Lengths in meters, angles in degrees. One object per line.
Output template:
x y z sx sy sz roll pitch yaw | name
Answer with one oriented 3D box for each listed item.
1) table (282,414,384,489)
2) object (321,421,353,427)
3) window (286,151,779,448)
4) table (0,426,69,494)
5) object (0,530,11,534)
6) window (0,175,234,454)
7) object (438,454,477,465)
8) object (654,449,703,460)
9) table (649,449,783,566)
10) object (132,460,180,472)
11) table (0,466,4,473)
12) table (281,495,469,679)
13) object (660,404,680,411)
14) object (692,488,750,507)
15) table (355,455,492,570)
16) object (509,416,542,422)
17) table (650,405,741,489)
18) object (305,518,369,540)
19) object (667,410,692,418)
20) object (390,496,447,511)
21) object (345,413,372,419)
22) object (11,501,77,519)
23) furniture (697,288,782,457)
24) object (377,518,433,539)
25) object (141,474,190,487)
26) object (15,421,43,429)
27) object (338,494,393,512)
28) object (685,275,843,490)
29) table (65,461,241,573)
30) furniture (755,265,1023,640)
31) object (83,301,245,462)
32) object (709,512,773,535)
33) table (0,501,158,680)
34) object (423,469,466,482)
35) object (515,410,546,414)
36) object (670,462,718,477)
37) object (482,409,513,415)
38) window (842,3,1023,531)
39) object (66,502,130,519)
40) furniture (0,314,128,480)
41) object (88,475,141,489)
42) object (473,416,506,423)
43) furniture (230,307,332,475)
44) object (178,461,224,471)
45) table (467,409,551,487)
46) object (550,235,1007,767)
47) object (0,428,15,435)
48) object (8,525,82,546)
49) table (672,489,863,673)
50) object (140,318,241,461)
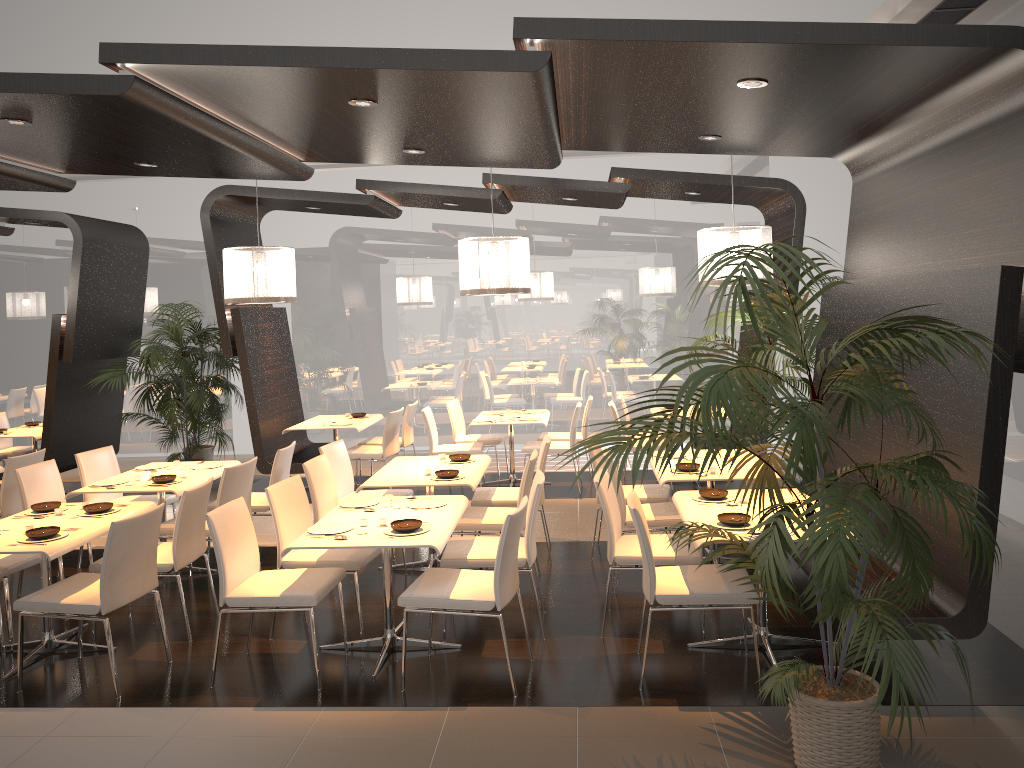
-1.885 0.760 9.499 0.800 0.725 1.151 -2 4 4 | table
-1.822 0.401 9.210 0.335 0.038 0.378 -3 5 -7 | object
0.210 -1.137 11.573 6.577 3.978 0.070 -2 0 4 | window
-5.245 0.861 9.734 0.800 0.725 1.151 -2 4 4 | table
-2.873 0.811 4.748 0.303 0.044 0.366 -2 5 3 | object
-6.966 -0.925 12.114 6.577 3.978 0.070 -2 0 4 | window
-0.420 0.559 6.691 0.303 0.044 0.366 -2 5 3 | object
1.225 0.518 6.521 0.335 0.038 0.378 -2 5 -2 | object
1.408 0.918 6.220 0.800 0.725 1.151 -2 4 4 | table
-2.752 0.634 6.832 0.335 0.038 0.378 -2 5 -2 | object
-4.582 1.092 6.701 0.800 0.725 1.151 -2 4 4 | table
-0.687 1.105 4.892 0.800 0.725 1.151 -2 4 4 | table
1.740 0.245 9.508 0.303 0.044 0.366 -2 5 3 | object
1.186 0.640 5.050 0.303 0.044 0.366 -2 5 3 | object
-0.458 0.972 6.375 1.052 0.725 1.151 -2 4 4 | table
0.133 0.343 9.064 0.335 0.038 0.378 -3 5 -7 | object
1.892 0.650 9.196 0.800 0.725 1.151 -2 4 4 | table
-0.912 0.754 4.624 0.335 0.038 0.378 -2 5 -2 | object
1.688 0.302 8.892 0.335 0.038 0.378 -2 5 -2 | object
-0.553 0.690 5.231 0.335 0.038 0.378 -3 5 -7 | object
-1.718 0.347 9.777 0.303 0.044 0.366 -2 5 3 | object
-2.814 0.757 5.366 0.303 0.044 0.366 -2 5 3 | object
2.280 -0.134 9.151 0.757 1.674 1.405 -2 2 4 | furniture
-0.575 0.740 4.614 0.303 0.044 0.366 -2 5 3 | object
-2.472 0.671 6.239 0.303 0.044 0.366 -2 5 3 | object
-5.421 0.458 10.035 0.303 0.044 0.366 -2 5 -2 | object
-0.866 0.701 5.236 0.335 0.038 0.378 -2 5 -2 | object
2.288 0.090 7.735 1.503 2.058 1.565 -1 2 18 | object
-2.580 1.035 6.532 0.800 0.725 1.151 -2 4 4 | table
2.046 0.188 5.418 0.757 1.672 2.910 -2 4 4 | furniture
-3.539 0.153 9.481 1.561 2.058 1.507 -2 2 -2 | object
1.152 0.692 4.444 0.303 0.044 0.366 -2 5 3 | object
-2.655 1.163 5.041 0.800 0.725 1.151 -2 4 4 | table
-0.469 0.616 6.043 0.303 0.044 0.366 -2 5 3 | object
0.194 0.290 9.677 0.335 0.038 0.378 -3 5 -7 | object
1.210 0.566 5.919 0.303 0.044 0.366 -2 5 3 | object
-0.160 0.307 9.624 0.335 0.038 0.378 -2 5 -2 | object
3.755 -0.916 7.424 0.070 3.972 6.601 -2 4 4 | window
-2.512 0.748 5.337 0.303 0.044 0.366 -2 5 3 | object
-4.857 0.077 9.689 0.757 1.674 1.405 -2 2 4 | furniture
-2.798 0.688 6.220 0.335 0.038 0.378 -2 5 -2 | object
-0.235 0.360 9.019 0.335 0.038 0.378 -2 5 -2 | object
-2.358 0.003 9.500 0.757 1.674 1.405 -2 2 4 | furniture
-2.408 0.620 6.858 0.335 0.038 0.378 -3 5 -7 | object
-0.002 0.706 9.346 0.800 0.725 1.151 -2 4 4 | table
1.154 0.495 3.403 1.508 2.058 1.561 -4 3 -40 | object
-5.461 0.510 9.429 0.303 0.044 0.366 -2 5 3 | object
-2.529 0.799 4.744 0.303 0.044 0.366 -2 5 3 | object
1.331 1.046 4.730 0.800 0.725 1.151 -2 4 4 | table
-3.677 0.065 10.578 1.507 2.058 1.561 -3 2 -34 | object
